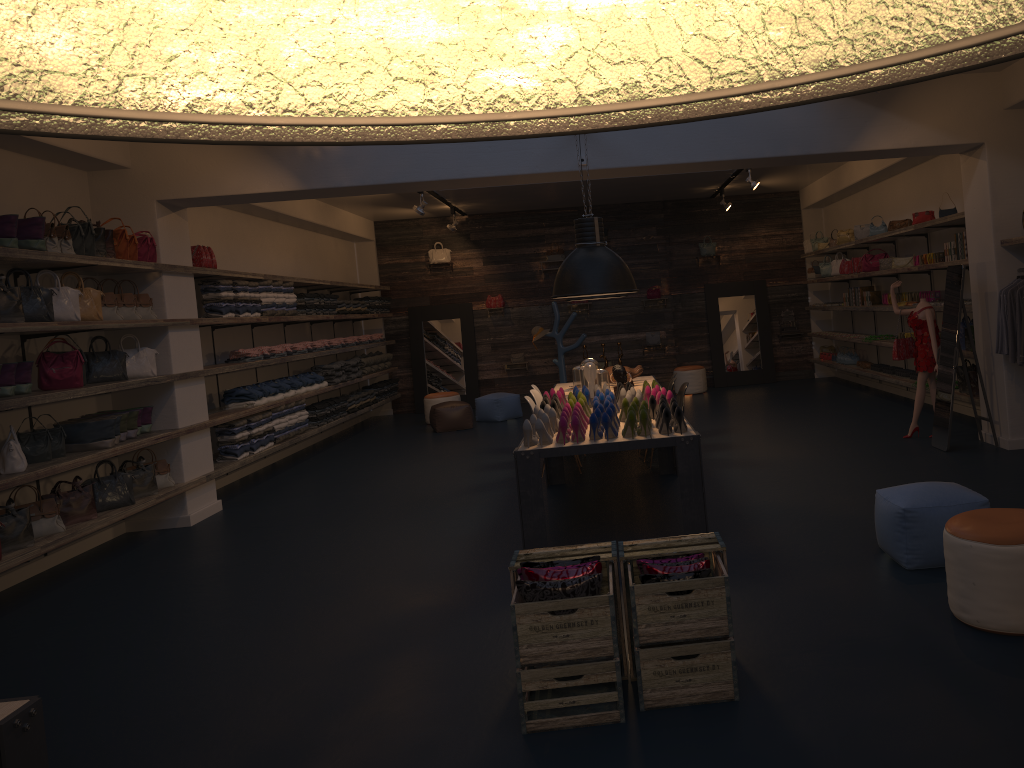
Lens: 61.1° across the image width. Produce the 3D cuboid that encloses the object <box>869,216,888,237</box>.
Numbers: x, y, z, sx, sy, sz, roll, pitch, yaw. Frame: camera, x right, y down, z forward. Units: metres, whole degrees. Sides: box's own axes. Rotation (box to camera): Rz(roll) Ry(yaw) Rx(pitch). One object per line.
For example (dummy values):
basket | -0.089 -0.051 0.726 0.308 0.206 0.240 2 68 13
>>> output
object | 5.061 -2.186 11.999 0.254 0.282 0.104 -3 3 37

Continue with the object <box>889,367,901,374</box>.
object | 5.356 -0.185 12.130 0.187 0.087 0.065 -5 3 -2

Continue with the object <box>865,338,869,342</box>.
object | 5.186 -0.644 12.516 0.239 0.058 0.081 -5 4 -7

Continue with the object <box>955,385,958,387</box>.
object | 5.043 0.024 9.957 0.233 0.067 0.086 -4 3 5

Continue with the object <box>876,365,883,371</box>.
object | 5.413 -0.233 12.688 0.187 0.087 0.065 -5 3 -2

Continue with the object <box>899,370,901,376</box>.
object | 5.316 -0.150 11.730 0.172 0.087 0.071 -2 4 32

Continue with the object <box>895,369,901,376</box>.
object | 5.330 -0.162 11.867 0.174 0.087 0.070 -3 3 25

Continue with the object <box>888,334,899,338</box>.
object | 5.409 -0.673 12.301 0.252 0.067 0.079 -6 4 -23

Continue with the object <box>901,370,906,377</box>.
object | 5.308 -0.144 11.659 0.172 0.087 0.071 -2 4 32

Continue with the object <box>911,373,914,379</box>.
object | 5.264 -0.107 11.241 0.179 0.087 0.068 -4 3 14

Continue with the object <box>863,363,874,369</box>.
object | 5.453 -0.279 13.226 0.218 0.082 0.229 -5 4 -8

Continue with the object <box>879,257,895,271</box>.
object | 5.110 -1.635 11.805 0.113 0.175 0.247 -6 4 -34

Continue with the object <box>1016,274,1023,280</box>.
object | 4.702 -0.960 8.021 0.434 0.219 0.010 -5 2 -4

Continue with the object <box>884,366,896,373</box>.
object | 5.378 -0.203 12.338 0.187 0.087 0.065 -5 3 -2

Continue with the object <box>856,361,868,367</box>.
object | 5.563 -0.329 13.749 0.205 0.082 0.244 -4 4 14

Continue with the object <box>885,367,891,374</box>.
object | 5.371 -0.197 12.268 0.187 0.087 0.065 -5 3 -2

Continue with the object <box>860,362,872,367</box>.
object | 5.520 -0.304 13.487 0.218 0.082 0.229 -5 4 -8

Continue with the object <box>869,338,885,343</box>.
object | 5.144 -0.619 12.243 0.239 0.058 0.081 -5 4 -7

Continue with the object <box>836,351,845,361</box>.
object | 5.619 -0.513 14.820 0.186 0.279 0.063 -3 2 32

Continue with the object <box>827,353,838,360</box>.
object | 5.670 -0.480 15.333 0.202 0.118 0.098 -2 4 36

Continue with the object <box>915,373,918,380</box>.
object | 5.250 -0.095 11.101 0.175 0.087 0.070 -3 3 23

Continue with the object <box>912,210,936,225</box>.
object | 4.870 -1.967 10.273 0.255 0.149 0.123 -2 4 36

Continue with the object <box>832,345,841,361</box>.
object | 5.648 -0.537 15.096 0.186 0.279 0.063 -3 2 32

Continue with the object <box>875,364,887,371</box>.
object | 5.420 -0.239 12.755 0.187 0.087 0.065 -5 3 -2

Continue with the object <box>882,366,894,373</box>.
object | 5.384 -0.209 12.405 0.187 0.087 0.065 -5 3 -2

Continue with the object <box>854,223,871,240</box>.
object | 5.126 -2.216 12.665 0.253 0.229 0.086 -2 4 45

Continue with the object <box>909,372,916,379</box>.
object | 5.272 -0.113 11.308 0.178 0.087 0.069 -4 3 16

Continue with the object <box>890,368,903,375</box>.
object | 5.349 -0.179 12.060 0.187 0.087 0.065 -5 3 -2

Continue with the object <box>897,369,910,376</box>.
object | 5.323 -0.156 11.799 0.173 0.087 0.071 -2 3 29

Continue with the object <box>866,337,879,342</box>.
object | 5.163 -0.635 12.424 0.239 0.058 0.081 -5 4 -7

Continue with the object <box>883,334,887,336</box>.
object | 5.427 -0.687 12.483 0.247 0.075 0.079 -6 3 -16

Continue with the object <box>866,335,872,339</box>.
object | 5.240 -0.680 12.566 0.235 0.063 0.084 -4 3 2

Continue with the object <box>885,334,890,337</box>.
object | 5.391 -0.679 12.395 0.252 0.073 0.079 -7 4 -25

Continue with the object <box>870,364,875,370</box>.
object | 5.441 -0.257 12.963 0.187 0.087 0.065 -5 3 -2

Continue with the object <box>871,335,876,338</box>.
object | 5.258 -0.674 12.472 0.233 0.068 0.084 -4 3 5

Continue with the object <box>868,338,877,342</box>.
object | 5.167 -0.629 12.335 0.239 0.058 0.081 -5 4 -7

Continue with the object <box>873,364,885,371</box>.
object | 5.428 -0.245 12.826 0.187 0.087 0.065 -5 3 -2

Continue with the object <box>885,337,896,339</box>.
object | 5.314 -0.634 12.254 0.239 0.058 0.081 -5 4 -7

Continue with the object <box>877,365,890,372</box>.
object | 5.406 -0.227 12.618 0.187 0.087 0.065 -5 3 -2

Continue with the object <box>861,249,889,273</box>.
object | 5.163 -1.761 12.346 0.355 0.337 0.293 -5 3 -10

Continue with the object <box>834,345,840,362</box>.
object | 5.637 -0.526 14.966 0.189 0.279 0.062 -4 2 21

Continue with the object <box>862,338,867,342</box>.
object | 5.188 -0.652 12.610 0.239 0.058 0.081 -5 4 -7

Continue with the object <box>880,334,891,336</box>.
object | 5.414 -0.697 12.602 0.217 0.053 0.092 -2 5 32

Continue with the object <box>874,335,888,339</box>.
object | 5.239 -0.659 12.290 0.233 0.067 0.086 -4 3 5

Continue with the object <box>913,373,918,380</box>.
object | 5.257 -0.101 11.171 0.175 0.087 0.070 -3 3 23

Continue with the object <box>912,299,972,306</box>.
object | 5.039 -0.936 9.950 0.480 0.060 1.528 -4 5 5

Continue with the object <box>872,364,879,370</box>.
object | 5.435 -0.252 12.895 0.187 0.087 0.065 -5 3 -2

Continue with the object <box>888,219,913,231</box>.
object | 4.995 -2.037 11.103 0.349 0.141 0.417 -4 4 14

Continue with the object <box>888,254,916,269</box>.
object | 5.052 -1.586 11.268 0.333 0.174 0.251 -1 5 44

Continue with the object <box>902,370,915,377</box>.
object | 5.301 -0.138 11.592 0.171 0.087 0.071 -2 4 38

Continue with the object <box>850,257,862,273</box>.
object | 5.141 -1.774 12.903 0.144 0.249 0.298 -6 3 -24

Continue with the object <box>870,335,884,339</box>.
object | 5.222 -0.666 12.385 0.233 0.064 0.086 -4 3 5

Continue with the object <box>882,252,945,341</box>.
object | 5.214 -1.074 11.253 0.453 1.134 2.704 -5 4 6

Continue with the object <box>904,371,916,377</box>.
object | 5.294 -0.132 11.525 0.171 0.087 0.072 -1 4 43

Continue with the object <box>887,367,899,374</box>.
object | 5.363 -0.191 12.197 0.187 0.087 0.065 -5 3 -2
